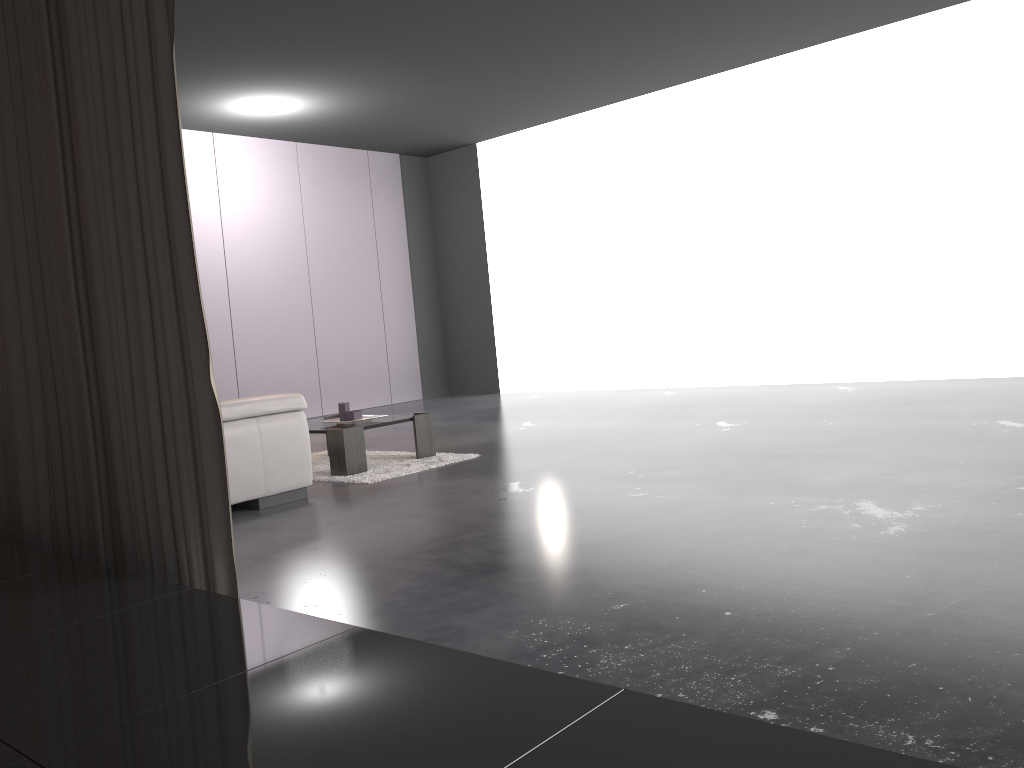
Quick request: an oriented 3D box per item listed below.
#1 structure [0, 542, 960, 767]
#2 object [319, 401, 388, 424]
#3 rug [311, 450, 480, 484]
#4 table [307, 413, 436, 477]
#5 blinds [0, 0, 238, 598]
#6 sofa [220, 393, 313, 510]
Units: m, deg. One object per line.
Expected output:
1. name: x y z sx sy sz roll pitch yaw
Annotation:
1. structure: -1.915 0.649 2.243 8.756 0.300 1.003 -2 5 41
2. object: -0.984 0.169 5.484 0.305 0.136 0.304 -8 4 -44
3. rug: -1.036 0.503 5.546 1.524 0.023 0.919 -2 5 41
4. table: -1.053 0.365 5.561 0.903 0.270 0.703 -3 4 41
5. blinds: -1.219 -0.790 2.493 3.282 2.994 0.249 -3 2 42
6. sofa: -2.104 0.190 5.407 2.857 0.858 1.874 -3 4 41
